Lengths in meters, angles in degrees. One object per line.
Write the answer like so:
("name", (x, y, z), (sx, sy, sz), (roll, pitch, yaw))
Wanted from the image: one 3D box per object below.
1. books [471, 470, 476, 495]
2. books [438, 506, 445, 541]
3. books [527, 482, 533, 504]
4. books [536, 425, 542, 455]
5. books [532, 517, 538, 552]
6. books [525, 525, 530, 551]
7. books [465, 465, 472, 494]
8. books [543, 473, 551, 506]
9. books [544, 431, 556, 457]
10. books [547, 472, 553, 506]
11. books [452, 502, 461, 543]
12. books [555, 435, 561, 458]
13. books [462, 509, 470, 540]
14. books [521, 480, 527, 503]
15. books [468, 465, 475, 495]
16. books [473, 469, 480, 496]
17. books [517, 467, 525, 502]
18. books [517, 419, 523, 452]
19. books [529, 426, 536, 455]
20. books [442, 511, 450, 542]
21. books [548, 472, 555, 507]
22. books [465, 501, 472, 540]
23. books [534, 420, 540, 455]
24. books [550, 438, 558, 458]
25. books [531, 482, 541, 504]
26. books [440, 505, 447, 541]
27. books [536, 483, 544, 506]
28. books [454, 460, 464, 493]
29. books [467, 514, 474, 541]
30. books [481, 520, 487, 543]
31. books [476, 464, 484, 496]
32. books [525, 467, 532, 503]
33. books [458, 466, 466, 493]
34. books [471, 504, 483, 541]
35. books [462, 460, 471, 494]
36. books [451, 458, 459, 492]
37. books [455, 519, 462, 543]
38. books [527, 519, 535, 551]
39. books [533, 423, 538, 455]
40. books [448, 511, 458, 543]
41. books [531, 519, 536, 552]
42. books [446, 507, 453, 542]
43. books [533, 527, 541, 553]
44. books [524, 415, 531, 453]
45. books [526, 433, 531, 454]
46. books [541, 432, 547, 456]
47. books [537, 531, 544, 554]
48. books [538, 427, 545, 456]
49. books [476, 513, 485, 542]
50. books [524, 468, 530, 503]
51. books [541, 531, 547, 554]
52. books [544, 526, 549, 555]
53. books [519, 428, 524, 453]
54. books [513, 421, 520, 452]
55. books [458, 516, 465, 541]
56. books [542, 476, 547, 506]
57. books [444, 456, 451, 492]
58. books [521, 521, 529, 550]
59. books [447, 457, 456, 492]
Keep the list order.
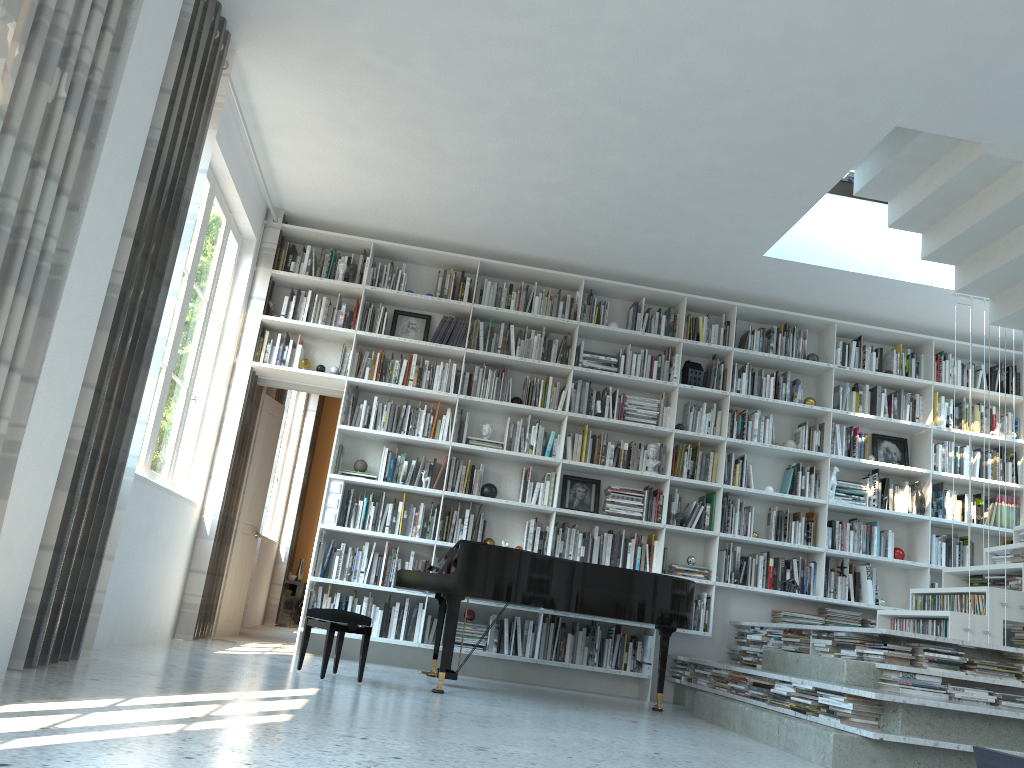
("books", (-0.298, 0.768, 6.749), (0.011, 0.207, 0.180), (9, -14, -5))
("books", (-0.532, 1.058, 6.663), (0.013, 0.275, 0.147), (9, -14, -5))
("books", (0.128, 0.853, 6.796), (0.030, 0.182, 0.155), (9, -14, -5))
("books", (0.195, 0.462, 6.878), (0.023, 0.259, 0.171), (9, -14, -5))
("books", (0.160, 1.162, 6.720), (0.014, 0.290, 0.132), (9, -14, -5))
("books", (0.104, 1.187, 6.716), (0.015, 0.225, 0.148), (9, -14, -5))
("books", (-0.336, 0.745, 6.754), (0.014, 0.243, 0.153), (9, -14, -5))
("books", (0.255, 0.828, 6.803), (0.027, 0.269, 0.178), (9, -14, -5))
("books", (0.282, 0.491, 6.879), (0.060, 0.227, 0.179), (9, -14, -5))
("books", (0.275, 0.824, 6.796), (0.011, 0.278, 0.188), (9, -14, -5))
("books", (-0.419, 1.055, 6.664), (0.014, 0.312, 0.166), (9, -14, -5))
("books", (0.348, 0.512, 6.903), (0.026, 0.216, 0.126), (9, -14, -5))
("books", (-0.357, 1.086, 6.661), (0.027, 0.268, 0.185), (9, -14, -5))
("books", (0.080, 0.840, 6.778), (0.025, 0.185, 0.154), (9, -14, -5))
("books", (-0.317, 0.751, 6.772), (0.028, 0.247, 0.143), (9, -14, -5))
("books", (-0.278, 0.766, 6.749), (0.028, 0.215, 0.175), (9, -14, -5))
("books", (0.068, 0.791, 6.793), (0.012, 0.284, 0.160), (9, -14, -5))
("books", (0.048, 0.424, 6.866), (0.012, 0.285, 0.168), (9, -14, -5))
("books", (0.147, 0.460, 6.873), (0.028, 0.246, 0.170), (9, -14, -5))
("books", (-0.499, 1.078, 6.649), (0.030, 0.238, 0.157), (9, -14, -5))
("books", (0.291, 0.826, 6.801), (0.021, 0.281, 0.162), (9, -14, -5))
("books", (-0.335, 1.061, 6.696), (0.013, 0.338, 0.138), (9, -14, -5))
("books", (0.182, 0.439, 6.881), (0.011, 0.300, 0.179), (9, -14, -5))
("books", (0.320, 0.524, 6.894), (0.027, 0.180, 0.142), (9, -14, -5))
("books", (0.173, 0.854, 6.786), (0.057, 0.188, 0.156), (9, -14, -5))
("books", (-0.517, 1.054, 6.656), (0.013, 0.282, 0.147), (9, -14, -5))
("books", (0.212, 0.862, 6.794), (0.024, 0.187, 0.173), (9, -14, -5))
("books", (-0.410, 0.723, 6.747), (0.036, 0.262, 0.167), (9, -14, -5))
("books", (-0.321, 1.110, 6.678), (0.029, 0.240, 0.136), (9, -14, -5))
("books", (-0.222, 1.139, 6.680), (0.023, 0.211, 0.160), (9, -14, -5))
("books", (-0.249, 0.751, 6.771), (0.028, 0.265, 0.145), (9, -14, -5))
("books", (0.116, 0.793, 6.802), (0.012, 0.297, 0.166), (9, -14, -5))
("books", (-0.383, 0.746, 6.749), (0.025, 0.227, 0.153), (9, -14, -5))
("books", (-0.275, 1.070, 6.676), (0.050, 0.327, 0.167), (9, -14, -5))
("books", (-0.352, 0.722, 6.736), (0.026, 0.273, 0.190), (9, -14, -5))
("books", (-0.440, 0.714, 6.753), (0.026, 0.274, 0.155), (9, -14, -5))
("books", (-0.409, 1.115, 6.656), (0.024, 0.195, 0.157), (9, -14, -5))
("books", (0.130, 1.165, 6.706), (0.027, 0.268, 0.159), (9, -14, -5))
("books", (0.169, 0.452, 6.867), (0.012, 0.265, 0.193), (9, -14, -5))
("books", (-0.451, 1.082, 6.654), (0.042, 0.247, 0.163), (9, -14, -5))
("books", (0.147, 1.168, 6.722), (0.010, 0.276, 0.156), (9, -14, -5))
("books", (-0.475, 1.064, 6.647), (0.012, 0.271, 0.181), (9, -14, -5))
("books", (0.177, 1.197, 6.705), (0.029, 0.220, 0.153), (9, -14, -5))
("books", (0.108, 0.415, 6.883), (0.010, 0.328, 0.174), (9, -14, -5))
("books", (0.115, 0.488, 6.882), (0.025, 0.189, 0.140), (9, -14, -5))
("books", (0.236, 0.494, 6.897), (0.026, 0.218, 0.150), (9, -14, -5))
("books", (0.202, 1.219, 6.724), (0.031, 0.194, 0.142), (9, -14, -5))
("books", (0.215, 0.472, 6.899), (0.022, 0.255, 0.152), (9, -14, -5))
("books", (-0.241, 1.108, 6.669), (0.027, 0.260, 0.164), (9, -14, -5))
("books", (0.104, 0.795, 6.804), (0.011, 0.291, 0.156), (9, -14, -5))
("books", (0.231, 1.217, 6.714), (0.024, 0.200, 0.159), (9, -14, -5))
("books", (0.252, 1.208, 6.746), (0.019, 0.241, 0.107), (9, -14, -5))
("books", (0.072, 0.462, 6.877), (0.048, 0.224, 0.150), (9, -14, -5))
("books", (0.029, 0.433, 6.873), (0.022, 0.266, 0.151), (9, -14, -5))
("books", (-0.385, 1.108, 6.656), (0.021, 0.214, 0.172), (9, -14, -5))
("books", (0.234, 0.835, 6.792), (0.012, 0.244, 0.171), (9, -14, -5))
("books", (-0.495, 0.702, 6.754), (0.012, 0.284, 0.160), (9, -14, -5))
("books", (0.094, 1.170, 6.711), (0.012, 0.253, 0.161), (9, -14, -5))
("books", (-0.464, 0.704, 6.747), (0.025, 0.283, 0.146), (9, -14, -5))
